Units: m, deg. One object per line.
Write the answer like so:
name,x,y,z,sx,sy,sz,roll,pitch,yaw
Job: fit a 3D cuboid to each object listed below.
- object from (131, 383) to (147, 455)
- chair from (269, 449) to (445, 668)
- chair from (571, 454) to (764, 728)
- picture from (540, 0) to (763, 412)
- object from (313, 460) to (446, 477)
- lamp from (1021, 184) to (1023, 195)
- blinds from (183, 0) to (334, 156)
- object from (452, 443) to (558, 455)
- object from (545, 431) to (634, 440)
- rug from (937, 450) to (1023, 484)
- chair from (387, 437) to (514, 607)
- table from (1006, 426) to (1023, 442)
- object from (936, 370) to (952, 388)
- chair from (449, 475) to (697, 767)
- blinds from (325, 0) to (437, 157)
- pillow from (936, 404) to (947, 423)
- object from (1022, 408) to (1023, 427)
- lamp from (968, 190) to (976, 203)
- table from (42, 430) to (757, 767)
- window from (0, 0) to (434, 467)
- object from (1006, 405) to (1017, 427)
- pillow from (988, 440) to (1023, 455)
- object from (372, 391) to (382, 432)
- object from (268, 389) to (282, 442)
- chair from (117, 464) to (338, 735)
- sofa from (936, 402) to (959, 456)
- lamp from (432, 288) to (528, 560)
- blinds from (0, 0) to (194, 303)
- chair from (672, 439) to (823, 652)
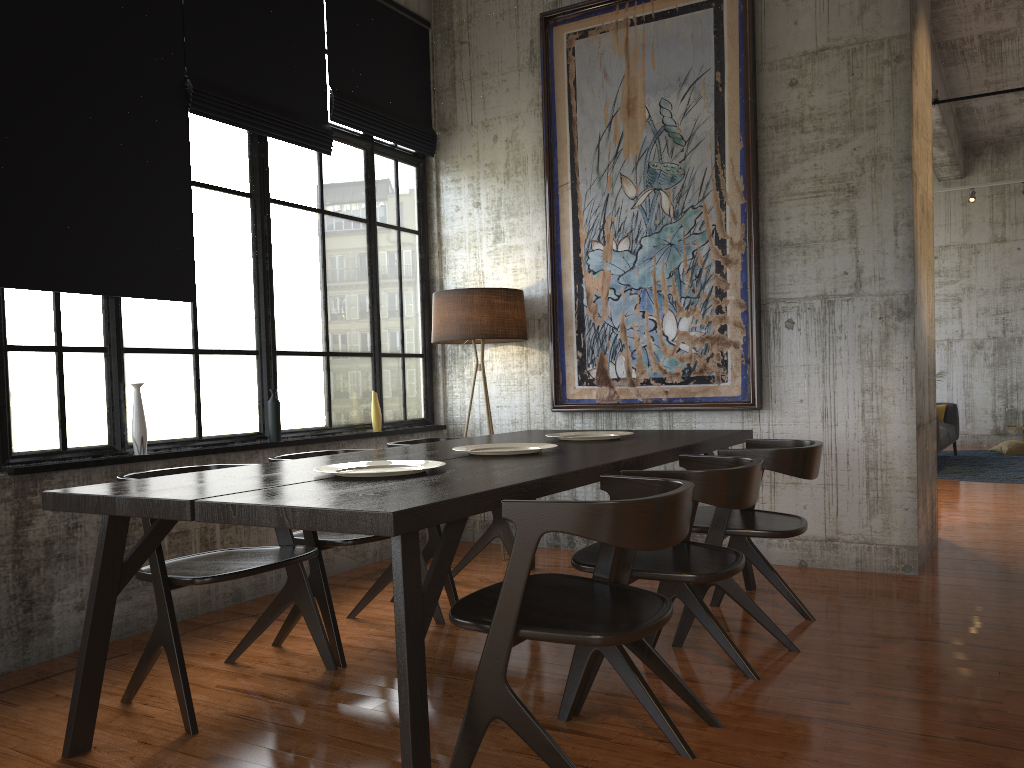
object,-2.107,0.198,5.005,0.082,0.411,0.082,-2,2,-9
chair,-0.868,0.874,4.772,0.769,0.994,0.877,-1,1,31
chair,0.675,0.829,3.785,0.769,0.994,0.877,-1,1,30
picture,0.990,-1.354,6.573,1.655,3.123,0.141,-1,2,30
object,-0.530,0.342,3.567,0.527,0.024,0.526,-2,0,40
lamp,8.199,-3.091,14.115,0.182,0.241,0.102,-1,2,25
blinds,-1.635,-2.338,5.838,0.052,1.399,1.253,-1,2,30
object,-0.034,0.326,4.422,0.527,0.024,0.526,-2,0,40
object,0.462,0.310,5.277,0.527,0.024,0.526,-2,0,40
rug,7.257,1.109,12.249,4.844,0.009,4.844,-2,0,-14
chair,-0.366,0.858,5.656,0.769,0.994,0.877,-1,1,30
table,8.731,0.885,14.758,0.875,0.359,0.475,-2,1,30
object,3.136,0.217,8.136,1.511,2.065,1.888,-3,1,-37
chair,0.224,0.844,3.007,0.769,0.994,0.877,-1,1,31
blinds,-0.992,-2.487,6.950,0.052,1.143,1.295,-1,1,30
pillow,6.433,0.442,13.506,0.434,0.319,0.168,-2,2,5
object,8.562,0.534,14.715,0.163,0.361,0.163,-1,2,33
lamp,7.547,-3.069,14.530,0.102,0.228,0.198,0,2,40
table,-0.079,0.844,4.446,1.639,1.007,3.699,-1,0,30
window,-1.668,-1.286,5.956,0.050,3.438,3.808,-1,1,30
object,8.361,0.540,14.832,0.163,0.361,0.163,-1,2,28
pillow,7.783,0.998,13.808,0.503,0.247,0.481,-2,0,-4
object,-1.044,0.208,6.824,0.073,0.319,0.074,-2,2,-8
object,-1.582,0.211,5.901,0.080,0.352,0.080,-3,2,-29
chair,-1.320,0.889,3.994,0.769,0.994,0.877,-1,1,30
sofa,5.610,0.737,12.869,1.362,0.862,3.001,-1,0,32
lamp,-0.233,0.312,6.976,0.752,2.058,0.751,0,2,42
blinds,-2.261,-1.749,4.790,0.034,2.536,1.214,-1,2,30
chair,1.242,0.811,4.680,0.769,0.994,0.877,-1,1,26
